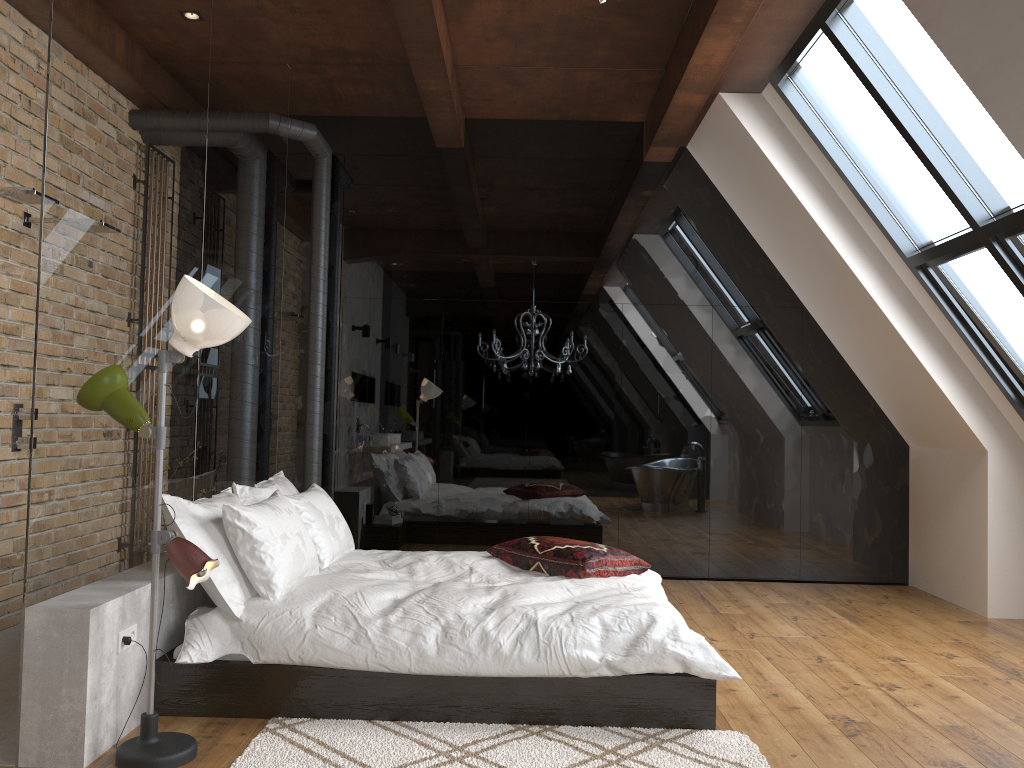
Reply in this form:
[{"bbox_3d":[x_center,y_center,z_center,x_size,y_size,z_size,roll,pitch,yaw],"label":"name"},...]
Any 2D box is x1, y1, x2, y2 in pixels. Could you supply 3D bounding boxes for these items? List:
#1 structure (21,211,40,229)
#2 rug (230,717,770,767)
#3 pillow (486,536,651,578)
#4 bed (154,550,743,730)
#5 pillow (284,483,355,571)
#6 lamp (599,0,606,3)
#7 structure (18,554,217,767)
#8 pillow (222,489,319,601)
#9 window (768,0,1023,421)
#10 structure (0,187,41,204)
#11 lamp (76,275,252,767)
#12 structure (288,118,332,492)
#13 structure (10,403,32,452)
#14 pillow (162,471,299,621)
[{"bbox_3d":[-2.310,-0.848,4.617,0.453,0.079,0.192,1,-2,1],"label":"structure"},{"bbox_3d":[-0.038,1.183,1.683,1.726,0.019,3.139,1,-2,1],"label":"rug"},{"bbox_3d":[0.276,0.862,4.443,0.453,0.157,0.748,3,-3,-39],"label":"pillow"},{"bbox_3d":[-0.233,1.073,4.308,2.169,0.442,2.300,1,-2,1],"label":"bed"},{"bbox_3d":[-1.009,0.732,4.563,0.291,0.385,0.748,1,-2,1],"label":"pillow"},{"bbox_3d":[0.149,-1.407,0.892,1.409,1.594,1.409,0,-3,23],"label":"lamp"},{"bbox_3d":[-1.422,1.015,4.198,0.206,0.494,2.820,1,-2,1],"label":"structure"},{"bbox_3d":[-1.016,0.677,3.771,0.276,0.397,0.744,1,-2,1],"label":"pillow"},{"bbox_3d":[2.341,-0.859,4.378,1.702,2.162,1.713,1,-2,1],"label":"window"},{"bbox_3d":[-2.318,-0.873,3.993,0.453,0.079,0.192,1,-2,1],"label":"structure"},{"bbox_3d":[-1.171,0.424,2.926,0.561,1.582,0.270,1,-2,-2],"label":"lamp"},{"bbox_3d":[-1.936,-0.241,6.091,1.189,3.140,0.829,1,-2,1],"label":"structure"},{"bbox_3d":[-2.516,0.225,4.575,0.092,0.248,0.090,1,-2,1],"label":"structure"},{"bbox_3d":[-1.178,0.696,4.180,0.358,0.517,1.746,1,-2,0],"label":"pillow"}]
